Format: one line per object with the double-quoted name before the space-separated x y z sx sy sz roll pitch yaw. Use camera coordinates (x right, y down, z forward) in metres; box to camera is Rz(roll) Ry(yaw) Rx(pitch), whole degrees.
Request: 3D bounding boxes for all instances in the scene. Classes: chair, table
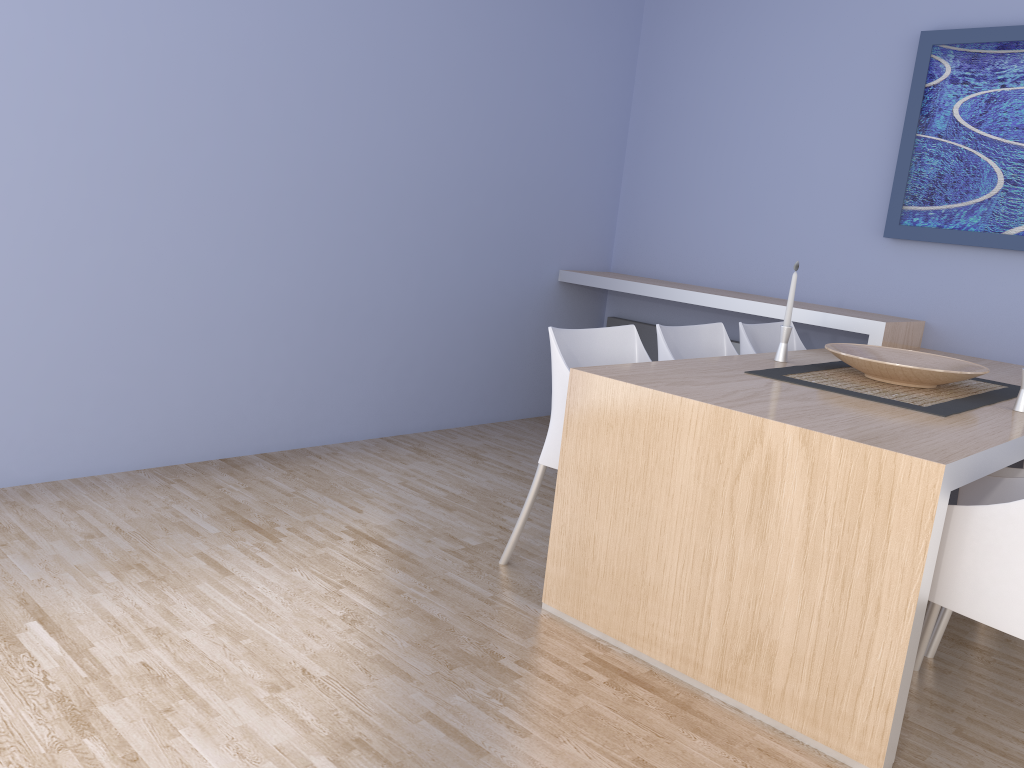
"chair" 0.342 0.231 2.844 0.486 0.793 0.510 16 15 42
"chair" 1.572 0.432 2.502 0.486 0.793 0.510 16 15 43
"chair" 1.140 0.159 3.668 0.486 0.793 0.510 16 15 42
"chair" 1.159 0.469 2.075 0.486 0.793 0.510 16 15 42
"table" 1.292 0.336 3.032 1.002 0.718 2.340 16 15 42
"chair" 0.741 0.195 3.256 0.486 0.793 0.510 16 15 42

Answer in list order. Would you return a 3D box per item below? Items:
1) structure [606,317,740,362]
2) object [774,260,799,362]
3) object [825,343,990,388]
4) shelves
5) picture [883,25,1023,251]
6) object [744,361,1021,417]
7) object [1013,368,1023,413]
"structure" 1.922 0.247 3.978 3.843 0.503 0.064 16 15 42
"object" 0.950 -0.250 3.040 0.045 0.349 0.045 5 11 -5
"object" 1.267 -0.050 2.878 0.493 0.081 0.493 0 12 -28
"shelves" 1.758 0.161 3.877 3.901 0.840 0.463 16 15 42
"picture" 2.215 -0.986 3.587 1.252 0.901 0.049 16 15 42
"object" 1.263 -0.007 2.882 0.594 0.005 0.986 16 15 42
"object" 1.490 -0.092 2.530 0.045 0.349 0.045 16 15 42
